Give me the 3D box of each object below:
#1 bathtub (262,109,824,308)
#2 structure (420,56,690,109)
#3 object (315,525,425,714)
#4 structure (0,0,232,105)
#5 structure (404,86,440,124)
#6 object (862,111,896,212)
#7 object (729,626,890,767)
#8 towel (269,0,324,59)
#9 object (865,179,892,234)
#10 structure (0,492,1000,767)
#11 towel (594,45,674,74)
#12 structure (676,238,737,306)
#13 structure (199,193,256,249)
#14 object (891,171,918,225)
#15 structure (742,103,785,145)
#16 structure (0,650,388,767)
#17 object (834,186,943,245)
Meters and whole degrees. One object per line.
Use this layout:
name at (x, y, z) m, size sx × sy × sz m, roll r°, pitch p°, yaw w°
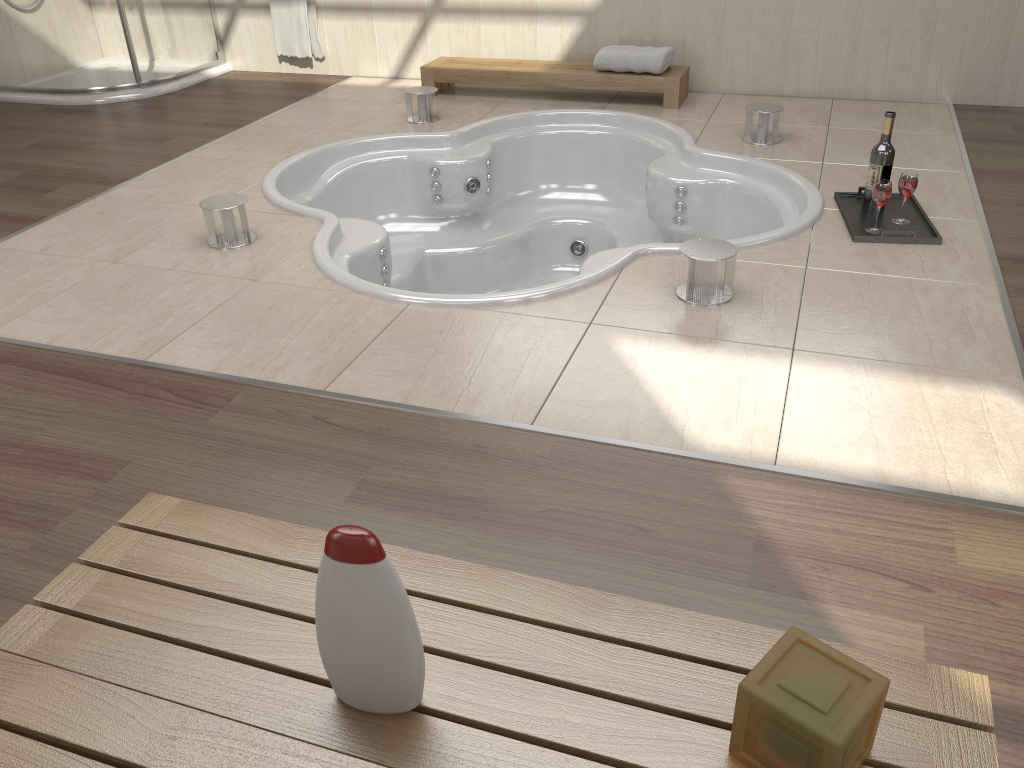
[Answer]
bathtub at (0.068, -0.454, 3.384) m, size 1.754 × 0.674 × 1.751 m, roll -16°, pitch 34°, yaw -21°
structure at (0.196, -1.472, 4.313) m, size 1.280 × 0.140 × 0.260 m, roll 9°, pitch 33°, yaw 17°
object at (-0.172, 0.277, 1.043) m, size 0.134 × 0.276 × 0.063 m, roll 5°, pitch 32°, yaw 11°
structure at (-2.218, -2.468, 4.391) m, size 0.900 × 1.917 × 0.900 m, roll 9°, pitch 33°, yaw 17°
structure at (-0.406, -1.263, 4.011) m, size 0.150 × 0.131 × 0.150 m, roll 3°, pitch 32°, yaw 8°
object at (1.167, -0.703, 2.801) m, size 0.070 × 0.307 × 0.070 m, roll -9°, pitch 32°, yaw -11°
object at (0.332, 0.376, 0.999) m, size 0.120 × 0.120 × 0.120 m, roll 25°, pitch 41°, yaw 37°
towel at (-1.170, -2.062, 4.715) m, size 0.280 × 0.635 × 0.083 m, roll 9°, pitch 33°, yaw 18°
object at (1.107, -0.535, 2.676) m, size 0.055 × 0.153 × 0.055 m, roll 5°, pitch 32°, yaw 11°
structure at (-0.105, 0.488, 1.091) m, size 1.280 × 0.140 × 0.620 m, roll 9°, pitch 33°, yaw 17°
towel at (0.567, -1.516, 4.133) m, size 0.331 × 0.099 × 0.233 m, roll 11°, pitch 34°, yaw 21°
structure at (0.517, -0.300, 2.362) m, size 0.150 × 0.131 × 0.150 m, roll 11°, pitch 34°, yaw 21°
structure at (-0.899, -0.516, 2.807) m, size 0.150 × 0.131 × 0.150 m, roll -10°, pitch 32°, yaw -12°
object at (1.211, -0.574, 2.732) m, size 0.055 × 0.153 × 0.055 m, roll 5°, pitch 32°, yaw 11°
structure at (1.010, -1.046, 3.566) m, size 0.150 × 0.131 × 0.150 m, roll 14°, pitch 35°, yaw 25°
structure at (-0.233, 0.653, 0.748) m, size 1.450 × 0.220 × 0.620 m, roll 9°, pitch 33°, yaw 17°
object at (1.180, -0.539, 2.805) m, size 0.250 × 0.040 × 0.400 m, roll 3°, pitch 32°, yaw 9°
